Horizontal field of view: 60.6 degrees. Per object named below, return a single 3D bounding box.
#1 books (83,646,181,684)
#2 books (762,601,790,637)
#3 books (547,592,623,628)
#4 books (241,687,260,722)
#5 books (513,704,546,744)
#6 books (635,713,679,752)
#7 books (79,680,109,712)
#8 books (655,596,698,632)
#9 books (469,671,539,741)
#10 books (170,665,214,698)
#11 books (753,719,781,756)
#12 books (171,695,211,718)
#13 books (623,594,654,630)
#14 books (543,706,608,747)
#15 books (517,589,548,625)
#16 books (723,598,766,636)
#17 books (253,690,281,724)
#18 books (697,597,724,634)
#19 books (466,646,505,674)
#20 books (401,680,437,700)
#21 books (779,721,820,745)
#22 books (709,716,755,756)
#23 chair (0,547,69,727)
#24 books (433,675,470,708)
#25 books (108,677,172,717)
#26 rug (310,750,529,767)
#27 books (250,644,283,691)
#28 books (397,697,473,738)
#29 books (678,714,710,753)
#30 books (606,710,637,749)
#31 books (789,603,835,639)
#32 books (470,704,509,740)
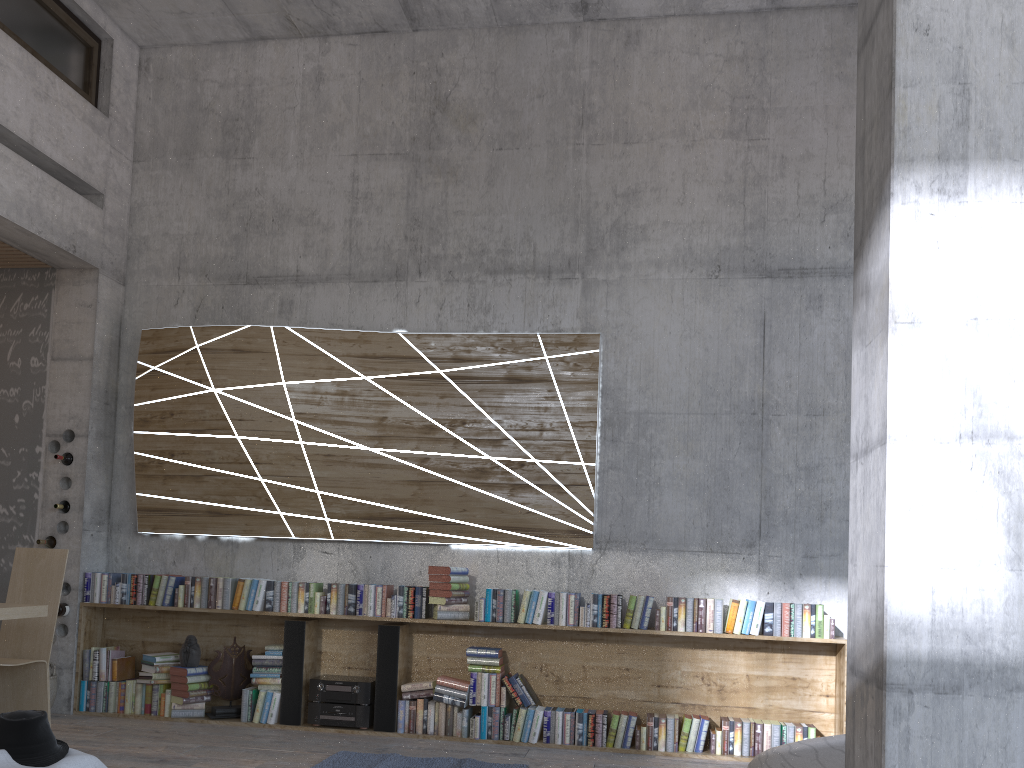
[{"bbox_3d":[-2.749,2.056,6.394,0.716,0.259,0.305,0,-8,14],"label":"books"},{"bbox_3d":[1.709,1.525,5.682,0.156,0.218,0.156,1,-6,9],"label":"books"},{"bbox_3d":[0.492,1.518,5.898,0.489,0.217,0.218,1,-7,9],"label":"books"},{"bbox_3d":[-1.851,2.275,6.237,0.074,0.218,0.208,2,-7,9],"label":"books"},{"bbox_3d":[0.119,2.281,5.888,0.199,0.225,0.192,1,-7,9],"label":"books"},{"bbox_3d":[0.955,2.295,5.782,0.278,0.218,0.213,1,-7,8],"label":"books"},{"bbox_3d":[-3.037,2.268,6.402,0.273,0.217,0.208,1,-7,9],"label":"books"},{"bbox_3d":[1.088,1.521,5.807,0.278,0.218,0.213,1,-7,8],"label":"books"},{"bbox_3d":[-0.054,2.180,5.944,0.451,0.443,0.217,1,-5,9],"label":"books"},{"bbox_3d":[-2.284,2.120,6.257,0.190,0.207,0.249,-2,-9,30],"label":"books"},{"bbox_3d":[1.647,2.299,5.680,0.156,0.218,0.192,1,-7,9],"label":"books"},{"bbox_3d":[-2.300,2.295,6.256,0.263,0.149,0.250,9,-11,-34],"label":"books"},{"bbox_3d":[0.845,1.521,5.855,0.199,0.225,0.192,1,-7,9],"label":"books"},{"bbox_3d":[0.428,2.293,5.867,0.417,0.217,0.208,1,-7,9],"label":"books"},{"bbox_3d":[0.148,1.506,5.929,0.199,0.225,0.192,1,-7,9],"label":"books"},{"bbox_3d":[1.513,1.517,5.715,0.249,0.225,0.192,1,-7,9],"label":"books"},{"bbox_3d":[-1.700,2.273,6.197,0.199,0.225,0.192,1,-7,9],"label":"books"},{"bbox_3d":[1.298,1.516,5.749,0.156,0.218,0.192,1,-7,9],"label":"books"},{"bbox_3d":[-0.179,1.887,5.995,0.239,0.159,0.193,1,-8,9],"label":"books"},{"bbox_3d":[-0.626,2.105,6.041,0.234,0.138,0.195,0,-9,10],"label":"books"},{"bbox_3d":[1.862,2.295,5.614,0.276,0.218,0.173,1,-6,10],"label":"books"},{"bbox_3d":[1.437,2.304,5.738,0.278,0.218,0.213,1,-7,8],"label":"books"},{"bbox_3d":[-2.918,1.509,4.921,0.349,1.179,0.732,2,-5,9],"label":"chair"},{"bbox_3d":[-0.399,2.084,5.946,0.243,0.190,0.156,1,-7,9],"label":"books"},{"bbox_3d":[-2.653,2.266,6.371,0.494,0.235,0.246,1,-8,9],"label":"books"},{"bbox_3d":[-0.700,1.949,3.836,1.161,0.048,2.973,0,-12,9],"label":"rug"},{"bbox_3d":[-1.704,2.016,6.242,0.251,0.319,0.221,1,-6,11],"label":"books"},{"bbox_3d":[-0.523,2.279,6.033,0.494,0.235,0.246,1,-8,9],"label":"books"},{"bbox_3d":[1.195,2.304,5.786,0.199,0.225,0.192,1,-7,9],"label":"books"},{"bbox_3d":[0.729,2.295,5.828,0.199,0.225,0.192,1,-7,9],"label":"books"},{"bbox_3d":[1.924,1.527,5.650,0.276,0.218,0.173,1,-6,10],"label":"books"},{"bbox_3d":[-0.154,2.282,5.942,0.226,0.218,0.218,1,-7,9],"label":"books"}]
